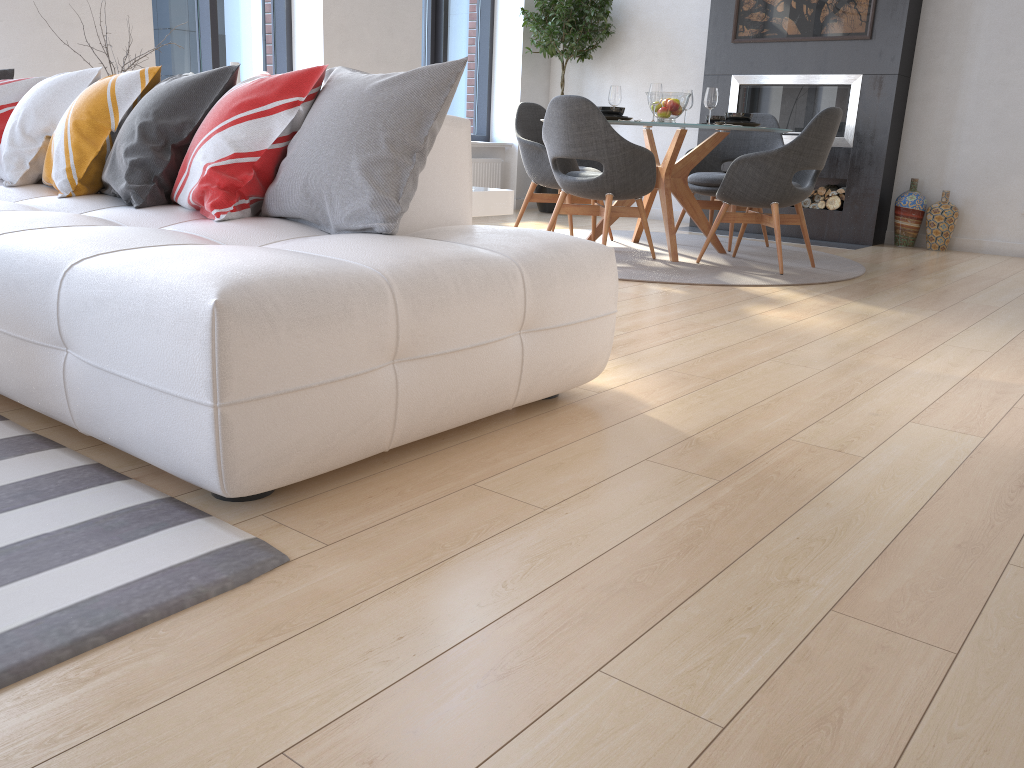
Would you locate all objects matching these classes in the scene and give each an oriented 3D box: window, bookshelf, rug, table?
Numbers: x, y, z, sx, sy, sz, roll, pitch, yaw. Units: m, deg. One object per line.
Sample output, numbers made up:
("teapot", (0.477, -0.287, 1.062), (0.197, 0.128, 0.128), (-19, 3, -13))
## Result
("window", (-0.626, -3.341, 7.629), (0.170, 2.402, 1.310), (14, 20, 36))
("bookshelf", (-1.133, -0.637, 3.670), (2.600, 0.500, 0.356), (14, 20, 36))
("rug", (-1.767, 0.204, 1.476), (2.326, 0.016, 1.662), (14, 19, 36))
("table", (0.907, -1.206, 5.491), (1.499, 0.764, 1.499), (10, 17, 26))
("rug", (0.898, -0.832, 5.590), (2.499, 0.010, 2.499), (5, 16, 10))
("window", (-2.045, -2.911, 5.873), (0.170, 2.402, 1.310), (14, 20, 36))

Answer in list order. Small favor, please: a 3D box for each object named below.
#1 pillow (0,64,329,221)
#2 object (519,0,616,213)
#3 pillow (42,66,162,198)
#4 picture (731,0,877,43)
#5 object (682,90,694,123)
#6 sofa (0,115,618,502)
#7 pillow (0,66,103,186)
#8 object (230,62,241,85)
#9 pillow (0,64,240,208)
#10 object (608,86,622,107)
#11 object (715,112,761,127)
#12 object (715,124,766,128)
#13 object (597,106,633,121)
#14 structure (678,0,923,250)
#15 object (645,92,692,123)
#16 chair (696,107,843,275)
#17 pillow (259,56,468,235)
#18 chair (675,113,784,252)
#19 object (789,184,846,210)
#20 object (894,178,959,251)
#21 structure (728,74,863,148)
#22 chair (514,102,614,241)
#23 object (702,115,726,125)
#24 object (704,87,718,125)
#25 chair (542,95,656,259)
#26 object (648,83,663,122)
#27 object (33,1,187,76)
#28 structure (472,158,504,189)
("pillow", (-1.396, -0.825, 2.966), (2.250, 0.449, 0.575), (13, 19, 33))
("object", (0.456, -2.541, 7.854), (0.801, 2.019, 0.813), (16, 20, 39))
("pillow", (-2.146, -0.839, 2.856), (2.095, 0.440, 0.630), (1, 16, -5))
("picture", (2.150, -3.028, 6.466), (1.056, 0.990, 0.026), (14, 20, 36))
("object", (1.095, -1.733, 5.574), (0.083, 0.220, 0.083), (2, 16, -2))
("sofa", (-1.841, -0.419, 2.352), (3.424, 0.732, 2.614), (14, 19, 36))
("pillow", (-2.455, -0.849, 2.776), (2.156, 0.456, 0.580), (-5, 17, -26))
("object", (-1.124, -1.051, 3.484), (0.319, 0.398, 0.316), (-6, 18, -27))
("pillow", (-1.657, -0.914, 3.144), (2.120, 0.436, 0.608), (13, 19, 32))
("object", (0.634, -1.731, 5.494), (0.083, 0.220, 0.083), (2, 16, -2))
("object", (1.281, -1.495, 5.021), (0.258, 0.074, 0.258), (8, 16, 17))
("object", (1.289, -1.465, 5.029), (0.206, 0.015, 0.309), (16, 21, 40))
("object", (0.554, -1.518, 4.988), (0.258, 0.074, 0.258), (8, 16, 17))
("structure", (2.188, -4.215, 6.111), (1.500, 6.351, 0.722), (14, 20, 36))
("object", (0.939, -1.663, 5.368), (0.278, 0.184, 0.278), (-12, 21, -42))
("chair", (1.471, -1.099, 4.995), (0.619, 0.891, 0.655), (15, 20, 37))
("pillow", (-1.524, -0.773, 2.648), (2.953, 0.453, 0.647), (10, 17, 24))
("chair", (1.470, -1.379, 5.990), (0.655, 0.891, 0.619), (17, 21, 42))
("object", (2.195, -1.508, 7.050), (1.005, 0.195, 0.363), (14, 19, 35))
("object", (3.023, -1.241, 6.482), (0.442, 0.501, 0.219), (13, 19, 32))
("structure", (2.199, -2.176, 6.824), (1.010, 0.651, 0.295), (14, 20, 36))
("chair", (0.323, -1.421, 5.954), (0.619, 0.891, 0.655), (15, 20, 37))
("object", (1.322, -1.688, 5.712), (0.258, 0.074, 0.258), (-7, 19, -31))
("object", (1.174, -1.637, 5.246), (0.083, 0.220, 0.083), (-4, 17, -23))
("chair", (0.482, -1.156, 5.040), (0.655, 0.891, 0.619), (17, 21, 42))
("object", (0.819, -1.610, 5.091), (0.083, 0.220, 0.083), (5, 16, 9))
("object", (-1.741, -1.404, 4.000), (0.607, 0.744, 0.406), (-1, 16, -12))
("structure", (-0.417, -1.771, 7.885), (0.110, 0.460, 1.015), (14, 20, 36))
